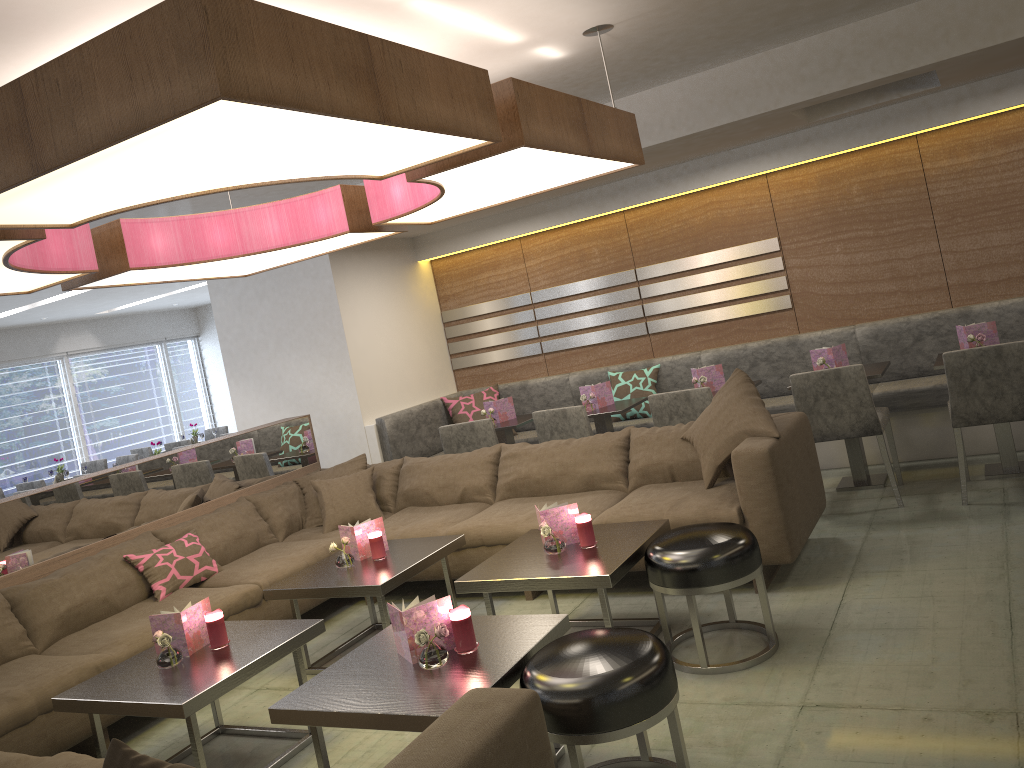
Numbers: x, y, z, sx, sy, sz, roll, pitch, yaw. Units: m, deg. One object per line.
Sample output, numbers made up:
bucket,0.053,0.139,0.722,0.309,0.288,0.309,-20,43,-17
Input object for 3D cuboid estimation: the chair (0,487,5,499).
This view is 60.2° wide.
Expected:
chair,-5.010,1.378,9.014,0.473,0.762,0.496,-11,1,34

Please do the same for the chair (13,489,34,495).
chair,-4.181,1.322,7.422,0.474,0.762,0.495,-11,1,24

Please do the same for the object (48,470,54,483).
object,-4.976,0.999,9.557,0.053,0.139,0.053,-12,0,-13

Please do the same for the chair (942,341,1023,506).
chair,2.454,0.156,4.451,0.474,0.762,0.496,-11,1,29

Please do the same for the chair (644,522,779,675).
chair,0.728,0.761,3.274,0.421,0.451,0.424,-11,2,10

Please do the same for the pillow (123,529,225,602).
pillow,-1.654,0.890,4.360,0.179,0.252,0.467,-11,3,25

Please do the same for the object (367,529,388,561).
object,-0.614,0.730,4.018,0.075,0.128,0.075,-12,1,2

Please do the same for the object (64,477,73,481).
object,-4.817,1.032,9.515,0.216,0.015,0.218,-11,4,7

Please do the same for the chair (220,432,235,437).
chair,-2.868,0.869,9.844,0.473,0.762,0.496,-11,1,34

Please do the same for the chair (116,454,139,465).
chair,-4.212,1.184,9.383,0.473,0.762,0.496,-11,1,34

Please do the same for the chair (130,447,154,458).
chair,-4.170,1.087,10.574,0.473,0.762,0.496,-11,1,34

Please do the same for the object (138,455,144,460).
object,-3.689,0.786,8.808,0.053,0.139,0.053,-12,0,-13

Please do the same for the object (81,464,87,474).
object,-4.481,0.916,9.279,0.053,0.139,0.053,-12,0,-13

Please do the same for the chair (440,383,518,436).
chair,-0.260,0.255,6.931,0.493,0.427,0.294,-13,1,-18

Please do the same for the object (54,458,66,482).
object,-4.703,0.899,9.194,0.154,0.276,0.104,-11,0,27

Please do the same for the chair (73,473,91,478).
chair,-3.708,1.160,8.283,0.473,0.762,0.496,-11,1,34

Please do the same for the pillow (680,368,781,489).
pillow,1.012,0.198,4.100,0.616,0.512,0.301,-10,2,43

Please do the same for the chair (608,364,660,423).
chair,0.898,0.081,6.466,0.424,0.395,0.221,-11,1,30

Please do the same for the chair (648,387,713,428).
chair,1.137,0.374,5.219,0.473,0.762,0.496,-11,1,32

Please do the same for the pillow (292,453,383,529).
pillow,-1.041,0.657,5.264,0.526,0.394,0.292,-12,1,-2

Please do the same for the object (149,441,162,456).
object,-3.400,0.681,8.464,0.154,0.276,0.104,-11,0,27

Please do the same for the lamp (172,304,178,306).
lamp,-4.661,-1.098,12.244,0.089,0.007,0.089,-13,4,-16

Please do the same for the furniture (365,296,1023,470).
furniture,1.039,0.417,4.266,5.611,0.853,4.293,-10,5,29

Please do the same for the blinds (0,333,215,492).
blinds,-5.441,0.507,11.886,0.045,2.041,3.681,-12,3,29

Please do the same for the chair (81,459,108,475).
chair,-4.676,1.261,9.652,0.474,0.762,0.495,-11,1,24

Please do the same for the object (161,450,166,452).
object,-4.159,0.804,10.737,0.216,0.015,0.218,-11,4,7

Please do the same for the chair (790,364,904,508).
chair,1.812,0.262,4.833,0.474,0.762,0.495,-11,1,25

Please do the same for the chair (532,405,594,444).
chair,0.483,0.483,5.593,0.473,0.762,0.496,-11,1,36

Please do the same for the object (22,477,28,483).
object,-5.113,1.047,9.301,0.053,0.139,0.053,-12,0,-13

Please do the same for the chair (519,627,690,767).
chair,0.257,0.925,2.398,0.420,0.451,0.426,-11,2,25

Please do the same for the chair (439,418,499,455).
chair,-0.152,0.590,5.935,0.474,0.762,0.495,-11,1,21

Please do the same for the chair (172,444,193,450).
chair,-3.374,1.043,8.922,0.474,0.762,0.495,-11,1,24

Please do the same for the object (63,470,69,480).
object,-4.553,0.948,9.046,0.053,0.139,0.053,-12,0,-13

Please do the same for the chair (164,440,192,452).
chair,-3.691,1.002,10.372,0.474,0.762,0.495,-11,1,24

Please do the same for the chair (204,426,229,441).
chair,-3.836,0.970,11.213,0.474,0.762,0.495,-11,1,24

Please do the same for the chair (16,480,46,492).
chair,-4.531,1.293,8.811,0.474,0.762,0.495,-11,1,24

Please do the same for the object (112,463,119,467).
object,-3.826,0.833,8.553,0.053,0.139,0.053,-12,0,-13

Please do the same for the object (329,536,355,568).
object,-0.772,0.763,4.011,0.102,0.132,0.091,-12,1,-6

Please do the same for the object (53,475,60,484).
object,-4.742,0.995,9.220,0.070,0.100,0.203,-12,3,-1

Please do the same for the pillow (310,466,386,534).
pillow,-0.935,0.678,5.080,0.382,0.322,0.234,-12,1,-16

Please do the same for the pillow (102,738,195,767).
pillow,-0.539,0.773,1.600,0.529,0.404,0.281,-11,1,18
